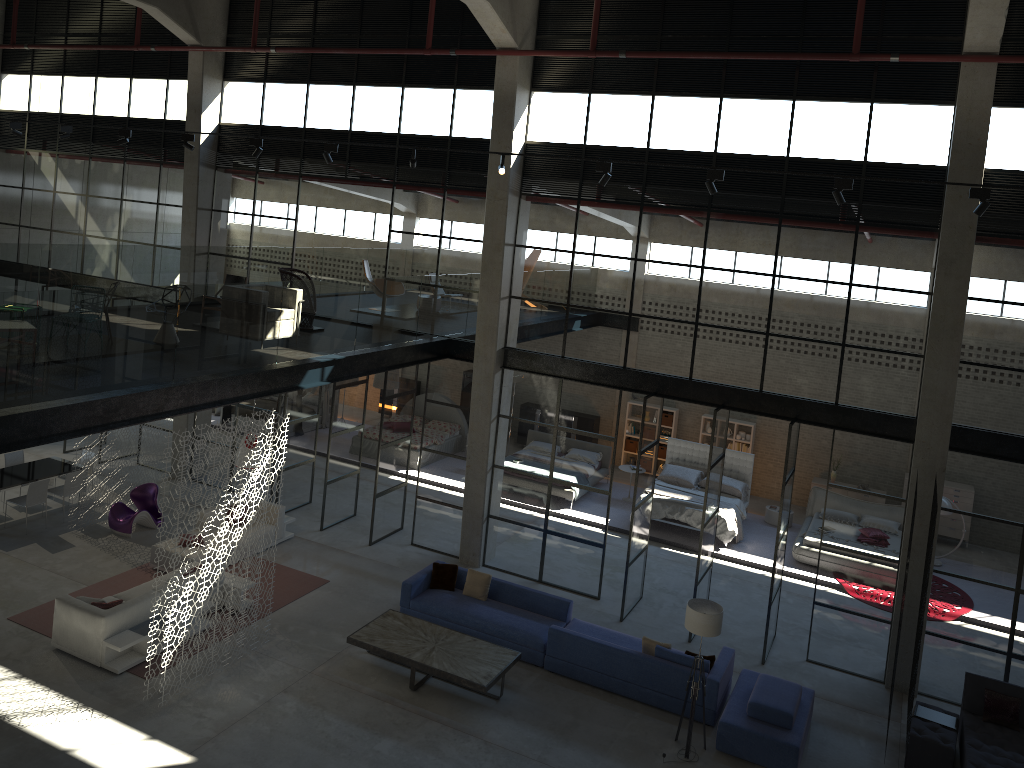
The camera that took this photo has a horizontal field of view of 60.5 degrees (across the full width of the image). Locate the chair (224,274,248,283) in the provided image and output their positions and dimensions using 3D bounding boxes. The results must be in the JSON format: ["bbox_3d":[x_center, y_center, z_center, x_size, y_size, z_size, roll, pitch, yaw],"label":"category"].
[{"bbox_3d":[-4.696,-1.371,14.422,0.523,0.817,0.559,8,6,25],"label":"chair"}]

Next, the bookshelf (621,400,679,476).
[{"bbox_3d":[3.419,1.394,21.847,1.249,1.744,0.330,8,4,25],"label":"bookshelf"}]

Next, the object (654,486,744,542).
[{"bbox_3d":[3.583,2.601,17.892,2.300,0.653,0.655,11,9,28],"label":"object"}]

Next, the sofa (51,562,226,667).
[{"bbox_3d":[-5.021,3.002,11.971,0.955,0.663,2.154,9,11,24],"label":"sofa"}]

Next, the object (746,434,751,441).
[{"bbox_3d":[5.628,1.266,20.849,0.143,0.136,0.141,12,9,42],"label":"object"}]

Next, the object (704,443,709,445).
[{"bbox_3d":[4.683,1.506,21.179,0.153,0.163,0.155,7,7,8],"label":"object"}]

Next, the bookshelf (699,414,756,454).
[{"bbox_3d":[5.114,1.715,21.054,1.249,1.744,0.330,8,4,25],"label":"bookshelf"}]

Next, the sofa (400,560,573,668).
[{"bbox_3d":[-0.383,3.323,12.877,2.354,0.599,1.061,11,10,25],"label":"sofa"}]

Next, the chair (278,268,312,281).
[{"bbox_3d":[-3.676,-1.459,14.975,0.686,0.979,0.839,5,6,-5],"label":"chair"}]

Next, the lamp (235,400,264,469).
[{"bbox_3d":[-4.035,0.718,13.632,0.444,1.092,0.439,8,5,33],"label":"lamp"}]

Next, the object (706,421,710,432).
[{"bbox_3d":[4.751,1.035,21.254,0.094,0.260,0.096,5,4,-15],"label":"object"}]

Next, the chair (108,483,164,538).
[{"bbox_3d":[-6.527,2.171,15.290,0.661,0.742,0.801,9,8,25],"label":"chair"}]

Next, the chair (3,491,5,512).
[{"bbox_3d":[-9.255,1.817,15.396,0.549,0.864,0.421,8,5,25],"label":"chair"}]

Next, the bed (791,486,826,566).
[{"bbox_3d":[6.799,2.944,17.239,2.259,0.916,2.574,10,11,24],"label":"bed"}]

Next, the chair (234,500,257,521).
[{"bbox_3d":[-4.625,2.214,15.221,0.379,0.334,0.257,1,7,-31],"label":"chair"}]

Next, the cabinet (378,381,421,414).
[{"bbox_3d":[-3.198,0.436,24.924,1.048,1.151,0.451,9,5,25],"label":"cabinet"}]

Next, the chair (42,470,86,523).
[{"bbox_3d":[-7.927,1.922,15.542,0.549,0.864,0.421,8,5,25],"label":"chair"}]

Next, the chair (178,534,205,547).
[{"bbox_3d":[-5.107,2.479,13.989,0.413,0.107,0.414,2,11,-19],"label":"chair"}]

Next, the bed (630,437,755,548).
[{"bbox_3d":[3.813,2.203,18.314,2.235,1.404,2.333,10,9,24],"label":"bed"}]

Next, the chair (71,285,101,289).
[{"bbox_3d":[-5.558,-0.833,11.230,0.485,0.800,0.504,6,5,0],"label":"chair"}]

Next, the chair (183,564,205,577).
[{"bbox_3d":[-4.601,2.744,12.495,0.270,0.319,0.398,9,8,26],"label":"chair"}]

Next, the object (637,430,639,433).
[{"bbox_3d":[3.184,1.208,22.095,0.065,0.106,0.066,4,5,-20],"label":"object"}]

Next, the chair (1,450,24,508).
[{"bbox_3d":[-8.956,1.725,16.029,0.549,0.864,0.421,8,5,25],"label":"chair"}]

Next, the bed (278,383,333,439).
[{"bbox_3d":[-5.974,0.018,22.790,2.265,2.061,2.327,9,8,25],"label":"bed"}]

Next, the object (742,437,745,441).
[{"bbox_3d":[5.474,1.302,20.771,0.065,0.063,0.066,4,7,-18],"label":"object"}]

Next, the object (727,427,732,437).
[{"bbox_3d":[5.157,1.138,20.977,0.165,0.249,0.168,4,6,-20],"label":"object"}]

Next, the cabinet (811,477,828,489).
[{"bbox_3d":[7.540,2.652,19.739,1.564,0.694,0.533,10,7,25],"label":"cabinet"}]

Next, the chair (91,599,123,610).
[{"bbox_3d":[-5.212,2.917,11.321,0.401,0.333,0.287,3,7,-20],"label":"chair"}]

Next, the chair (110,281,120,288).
[{"bbox_3d":[-5.747,-1.007,12.000,0.645,0.813,0.588,2,6,-30],"label":"chair"}]

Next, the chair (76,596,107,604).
[{"bbox_3d":[-5.447,2.877,11.457,0.390,0.269,0.322,6,8,0],"label":"chair"}]

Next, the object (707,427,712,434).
[{"bbox_3d":[4.757,1.116,21.123,0.111,0.155,0.110,10,7,36],"label":"object"}]

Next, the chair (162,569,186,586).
[{"bbox_3d":[-4.762,2.778,12.237,0.270,0.315,0.397,7,8,11],"label":"chair"}]

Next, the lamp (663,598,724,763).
[{"bbox_3d":[2.150,3.502,10.294,0.432,1.730,0.670,7,4,22],"label":"lamp"}]

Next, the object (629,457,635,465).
[{"bbox_3d":[3.003,1.967,22.005,0.138,0.234,0.141,3,6,-29],"label":"object"}]

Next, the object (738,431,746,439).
[{"bbox_3d":[5.480,1.221,20.919,0.174,0.168,0.177,5,7,-8],"label":"object"}]

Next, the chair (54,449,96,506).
[{"bbox_3d":[-8.154,1.735,16.393,0.423,0.863,0.547,8,5,25],"label":"chair"}]

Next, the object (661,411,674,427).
[{"bbox_3d":[3.840,0.858,21.633,0.326,0.295,0.326,9,8,25],"label":"object"}]

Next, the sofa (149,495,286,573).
[{"bbox_3d":[-4.835,2.515,14.590,0.949,0.661,2.163,9,11,24],"label":"sofa"}]

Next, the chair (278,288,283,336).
[{"bbox_3d":[-3.751,-1.030,13.121,0.810,0.825,0.989,9,8,24],"label":"chair"}]

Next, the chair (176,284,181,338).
[{"bbox_3d":[-4.882,-0.991,12.413,0.564,0.794,0.614,5,6,-8],"label":"chair"}]

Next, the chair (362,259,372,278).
[{"bbox_3d":[-2.672,-2.081,18.610,0.973,1.019,0.803,1,8,-37],"label":"chair"}]

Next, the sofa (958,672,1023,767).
[{"bbox_3d":[7.300,4.572,9.693,4.183,0.862,1.838,11,11,25],"label":"sofa"}]

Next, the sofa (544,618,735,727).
[{"bbox_3d":[1.727,3.670,11.866,2.354,0.716,1.061,10,10,25],"label":"sofa"}]

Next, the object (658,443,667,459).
[{"bbox_3d":[3.750,1.660,21.675,0.326,0.295,0.326,9,8,25],"label":"object"}]

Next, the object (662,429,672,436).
[{"bbox_3d":[3.830,1.203,21.665,0.262,0.132,0.058,10,5,25],"label":"object"}]

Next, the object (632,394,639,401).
[{"bbox_3d":[3.115,0.350,22.133,0.235,0.150,0.053,9,5,23],"label":"object"}]

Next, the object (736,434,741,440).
[{"bbox_3d":[5.377,1.258,20.817,0.117,0.111,0.116,9,8,27],"label":"object"}]

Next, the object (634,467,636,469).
[{"bbox_3d":[2.794,1.829,19.438,0.168,0.089,0.171,4,9,-13],"label":"object"}]

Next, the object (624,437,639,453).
[{"bbox_3d":[3.040,1.528,22.011,0.326,0.295,0.326,9,8,25],"label":"object"}]

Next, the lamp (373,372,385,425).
[{"bbox_3d":[-3.265,0.339,22.943,0.799,1.908,0.691,4,4,-23],"label":"lamp"}]

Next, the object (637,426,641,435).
[{"bbox_3d":[3.190,1.170,21.973,0.081,0.227,0.082,3,4,-34],"label":"object"}]

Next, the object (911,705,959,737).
[{"bbox_3d":[5.243,4.165,10.866,0.523,0.098,0.302,12,12,30],"label":"object"}]

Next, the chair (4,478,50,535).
[{"bbox_3d":[-8.227,2.014,14.909,0.549,0.864,0.421,8,5,25],"label":"chair"}]

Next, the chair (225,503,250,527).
[{"bbox_3d":[-4.691,2.245,15.027,0.409,0.332,0.260,1,7,-32],"label":"chair"}]

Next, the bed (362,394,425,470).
[{"bbox_3d":[-2.467,1.023,21.476,2.046,1.268,2.357,10,10,25],"label":"bed"}]

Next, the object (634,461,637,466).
[{"bbox_3d":[3.128,2.025,22.085,0.117,0.116,0.119,1,8,-34],"label":"object"}]
